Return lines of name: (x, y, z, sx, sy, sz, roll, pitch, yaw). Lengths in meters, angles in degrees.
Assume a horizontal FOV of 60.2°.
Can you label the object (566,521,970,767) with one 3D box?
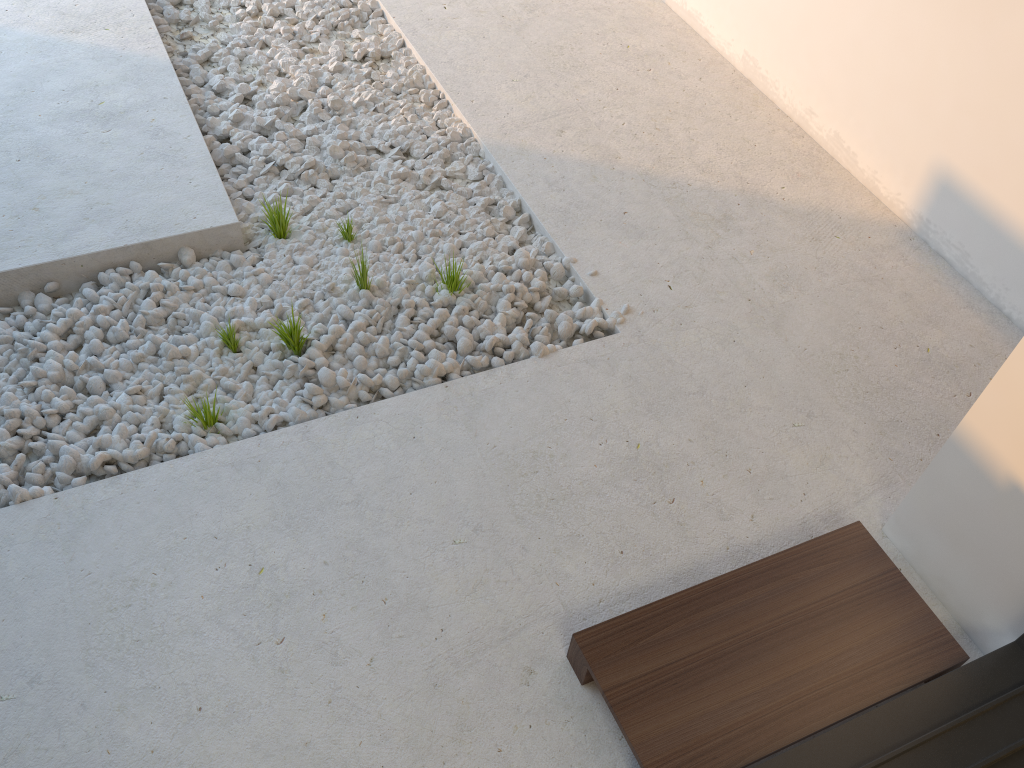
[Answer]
object: (0.504, 0.543, 1.755, 0.697, 0.106, 0.336, -17, 54, -18)
